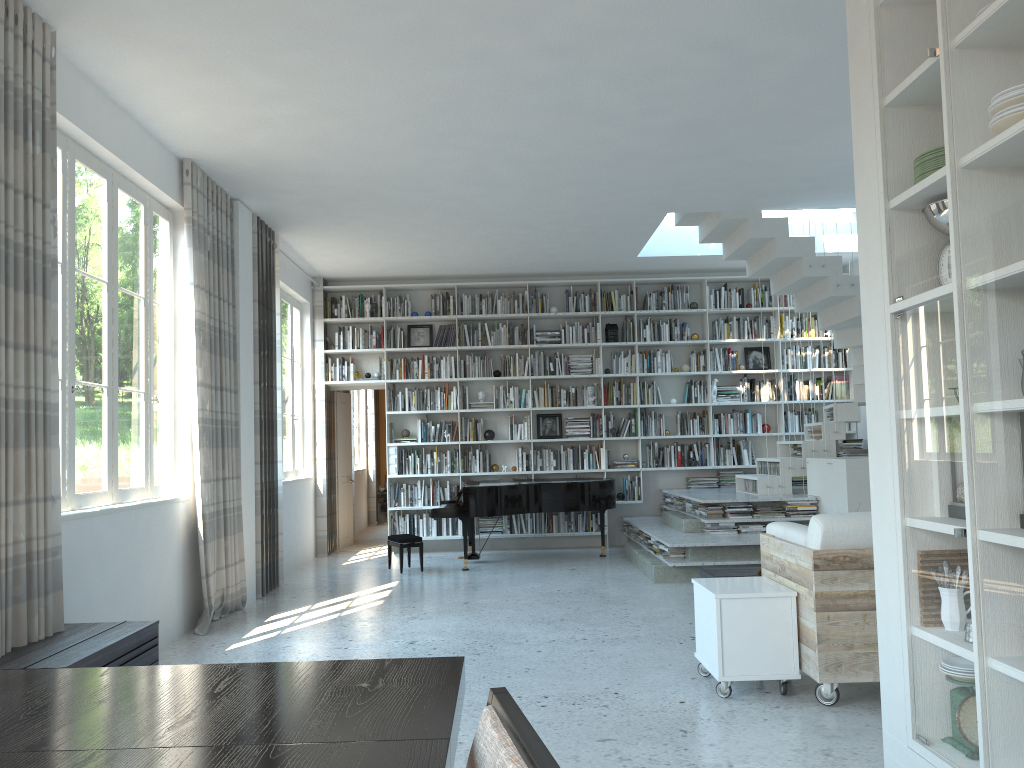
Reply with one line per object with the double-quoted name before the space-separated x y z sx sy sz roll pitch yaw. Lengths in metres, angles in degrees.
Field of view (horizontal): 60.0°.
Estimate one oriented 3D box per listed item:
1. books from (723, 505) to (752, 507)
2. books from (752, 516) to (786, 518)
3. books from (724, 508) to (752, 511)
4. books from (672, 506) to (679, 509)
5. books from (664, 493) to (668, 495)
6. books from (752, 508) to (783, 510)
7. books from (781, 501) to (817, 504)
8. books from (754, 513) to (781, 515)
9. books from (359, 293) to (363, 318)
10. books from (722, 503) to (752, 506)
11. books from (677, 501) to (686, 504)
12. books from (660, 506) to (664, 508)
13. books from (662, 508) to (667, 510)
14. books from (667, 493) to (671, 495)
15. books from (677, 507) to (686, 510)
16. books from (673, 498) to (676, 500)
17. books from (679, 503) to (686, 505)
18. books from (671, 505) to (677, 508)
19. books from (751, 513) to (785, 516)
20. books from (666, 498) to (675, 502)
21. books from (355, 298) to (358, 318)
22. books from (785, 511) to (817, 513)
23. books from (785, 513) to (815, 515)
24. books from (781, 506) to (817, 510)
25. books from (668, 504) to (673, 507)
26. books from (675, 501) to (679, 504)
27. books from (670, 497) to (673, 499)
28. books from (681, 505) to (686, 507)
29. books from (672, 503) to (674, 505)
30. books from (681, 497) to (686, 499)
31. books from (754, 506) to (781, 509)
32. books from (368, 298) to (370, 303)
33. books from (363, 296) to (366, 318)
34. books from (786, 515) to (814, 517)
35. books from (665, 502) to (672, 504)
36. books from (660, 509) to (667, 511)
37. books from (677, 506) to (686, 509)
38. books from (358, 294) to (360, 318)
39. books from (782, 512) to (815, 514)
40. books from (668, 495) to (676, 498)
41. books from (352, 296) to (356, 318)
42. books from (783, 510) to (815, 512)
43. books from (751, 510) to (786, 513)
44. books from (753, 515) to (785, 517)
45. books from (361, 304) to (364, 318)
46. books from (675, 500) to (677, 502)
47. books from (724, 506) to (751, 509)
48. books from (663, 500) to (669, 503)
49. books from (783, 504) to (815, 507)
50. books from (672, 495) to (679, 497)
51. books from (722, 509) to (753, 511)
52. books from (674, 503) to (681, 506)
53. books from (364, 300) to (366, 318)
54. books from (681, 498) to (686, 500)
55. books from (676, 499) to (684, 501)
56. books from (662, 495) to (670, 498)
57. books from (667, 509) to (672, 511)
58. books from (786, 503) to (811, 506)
"books" 2.132 1.150 8.392 0.228 0.009 0.159 -1 -4 -5
"books" 2.415 1.249 8.382 0.291 0.007 0.174 -2 -4 2
"books" 2.133 1.179 8.372 0.230 0.015 0.190 -2 -4 4
"books" 1.883 1.360 9.788 0.183 0.012 0.296 -1 -4 -2
"books" 1.882 1.292 10.389 0.159 0.011 0.246 -1 -4 -4
"books" 2.413 1.181 8.392 0.245 0.013 0.173 -1 -4 -2
"books" 2.710 1.114 8.385 0.285 0.013 0.181 -1 -4 -6
"books" 2.414 1.219 8.388 0.214 0.015 0.177 -2 -4 0
"books" -1.792 -0.912 10.541 0.029 0.314 0.129 -2 -3 -1
"books" 2.132 1.140 8.413 0.261 0.016 0.129 -1 -4 -2
"books" 1.887 1.268 9.506 0.179 0.017 0.293 -2 -4 0
"books" 1.843 1.444 10.414 0.174 0.009 0.240 -2 -4 1
"books" 1.848 1.467 10.413 0.159 0.009 0.210 -2 -4 3
"books" 1.877 1.250 10.100 0.171 0.020 0.193 -1 -4 -6
"books" 1.881 1.330 9.502 0.182 0.011 0.253 -2 -4 3
"books" 1.889 1.271 9.794 0.167 0.008 0.234 -1 -4 -2
"books" 1.896 1.285 9.505 0.159 0.018 0.203 -1 -4 -3
"books" 1.878 1.348 9.789 0.190 0.012 0.235 -1 -4 -3
"books" 2.414 1.235 8.403 0.293 0.014 0.134 -1 -4 -4
"books" 1.872 1.319 10.096 0.189 0.030 0.238 -1 -4 -4
"books" -1.835 -0.882 10.542 0.030 0.257 0.130 -2 -4 -1
"books" 2.713 1.204 8.380 0.281 0.008 0.181 -2 -4 4
"books" 2.713 1.230 8.398 0.259 0.009 0.152 -1 -4 -4
"books" 2.712 1.172 8.393 0.284 0.030 0.177 -2 -4 0
"books" 1.885 1.379 10.092 0.173 0.017 0.233 -1 -4 -2
"books" 1.897 1.310 9.791 0.154 0.018 0.221 -1 -4 -2
"books" 1.882 1.300 10.097 0.171 0.007 0.206 -2 -4 1
"books" 1.909 1.302 9.504 0.138 0.017 0.237 -1 -4 -2
"books" 1.903 1.360 10.094 0.131 0.021 0.240 -2 -4 1
"books" 1.897 1.211 9.509 0.139 0.028 0.262 -2 -4 4
"books" 2.413 1.169 8.386 0.203 0.011 0.173 -1 -4 -6
"books" -1.683 -0.885 10.532 0.021 0.253 0.179 -2 -4 -1
"books" -1.747 -0.893 10.536 0.013 0.275 0.158 -2 -4 -1
"books" 2.713 1.239 8.388 0.220 0.011 0.177 -1 -4 -3
"books" 1.885 1.386 10.383 0.163 0.017 0.233 -2 -4 1
"books" 1.840 1.475 10.412 0.184 0.006 0.262 -2 -4 0
"books" 1.887 1.318 9.503 0.178 0.014 0.247 -1 -4 -3
"books" -1.813 -0.907 10.530 0.014 0.304 0.145 -2 -4 -1
"books" 2.713 1.218 8.405 0.262 0.016 0.132 -1 -4 -6
"books" 1.887 1.275 10.098 0.163 0.018 0.290 -1 -4 -2
"books" -1.870 -0.895 10.524 0.039 0.282 0.182 -2 -4 -1
"books" 2.712 1.195 8.401 0.268 0.014 0.160 -1 -4 -2
"books" 2.414 1.203 8.374 0.273 0.014 0.188 -1 -4 -6
"books" 2.415 1.243 8.382 0.287 0.005 0.165 -2 -4 4
"books" -1.764 -0.850 10.527 0.024 0.187 0.159 -2 -4 -1
"books" 1.901 1.294 9.792 0.150 0.013 0.215 -2 -4 -1
"books" 2.133 1.164 8.399 0.221 0.018 0.154 -2 -4 0
"books" 1.875 1.369 10.384 0.175 0.017 0.265 -2 -4 2
"books" 2.711 1.150 8.387 0.261 0.012 0.179 -2 -4 3
"books" 1.881 1.237 9.795 0.165 0.015 0.243 -1 -4 -6
"books" 2.133 1.193 8.393 0.260 0.009 0.153 -2 -4 2
"books" 1.886 1.330 9.790 0.164 0.023 0.242 -2 -4 3
"books" -1.729 -0.870 10.534 0.021 0.226 0.156 -2 -4 -1
"books" 1.908 1.231 9.508 0.128 0.013 0.296 -1 -4 -3
"books" 1.883 1.243 9.507 0.187 0.009 0.261 -1 -4 -2
"books" 1.872 1.314 10.388 0.171 0.015 0.253 -1 -4 -6
"books" 1.859 1.426 10.103 0.149 0.014 0.228 -1 -4 -3
"books" 2.711 1.133 8.395 0.192 0.024 0.167 -2 -4 4
